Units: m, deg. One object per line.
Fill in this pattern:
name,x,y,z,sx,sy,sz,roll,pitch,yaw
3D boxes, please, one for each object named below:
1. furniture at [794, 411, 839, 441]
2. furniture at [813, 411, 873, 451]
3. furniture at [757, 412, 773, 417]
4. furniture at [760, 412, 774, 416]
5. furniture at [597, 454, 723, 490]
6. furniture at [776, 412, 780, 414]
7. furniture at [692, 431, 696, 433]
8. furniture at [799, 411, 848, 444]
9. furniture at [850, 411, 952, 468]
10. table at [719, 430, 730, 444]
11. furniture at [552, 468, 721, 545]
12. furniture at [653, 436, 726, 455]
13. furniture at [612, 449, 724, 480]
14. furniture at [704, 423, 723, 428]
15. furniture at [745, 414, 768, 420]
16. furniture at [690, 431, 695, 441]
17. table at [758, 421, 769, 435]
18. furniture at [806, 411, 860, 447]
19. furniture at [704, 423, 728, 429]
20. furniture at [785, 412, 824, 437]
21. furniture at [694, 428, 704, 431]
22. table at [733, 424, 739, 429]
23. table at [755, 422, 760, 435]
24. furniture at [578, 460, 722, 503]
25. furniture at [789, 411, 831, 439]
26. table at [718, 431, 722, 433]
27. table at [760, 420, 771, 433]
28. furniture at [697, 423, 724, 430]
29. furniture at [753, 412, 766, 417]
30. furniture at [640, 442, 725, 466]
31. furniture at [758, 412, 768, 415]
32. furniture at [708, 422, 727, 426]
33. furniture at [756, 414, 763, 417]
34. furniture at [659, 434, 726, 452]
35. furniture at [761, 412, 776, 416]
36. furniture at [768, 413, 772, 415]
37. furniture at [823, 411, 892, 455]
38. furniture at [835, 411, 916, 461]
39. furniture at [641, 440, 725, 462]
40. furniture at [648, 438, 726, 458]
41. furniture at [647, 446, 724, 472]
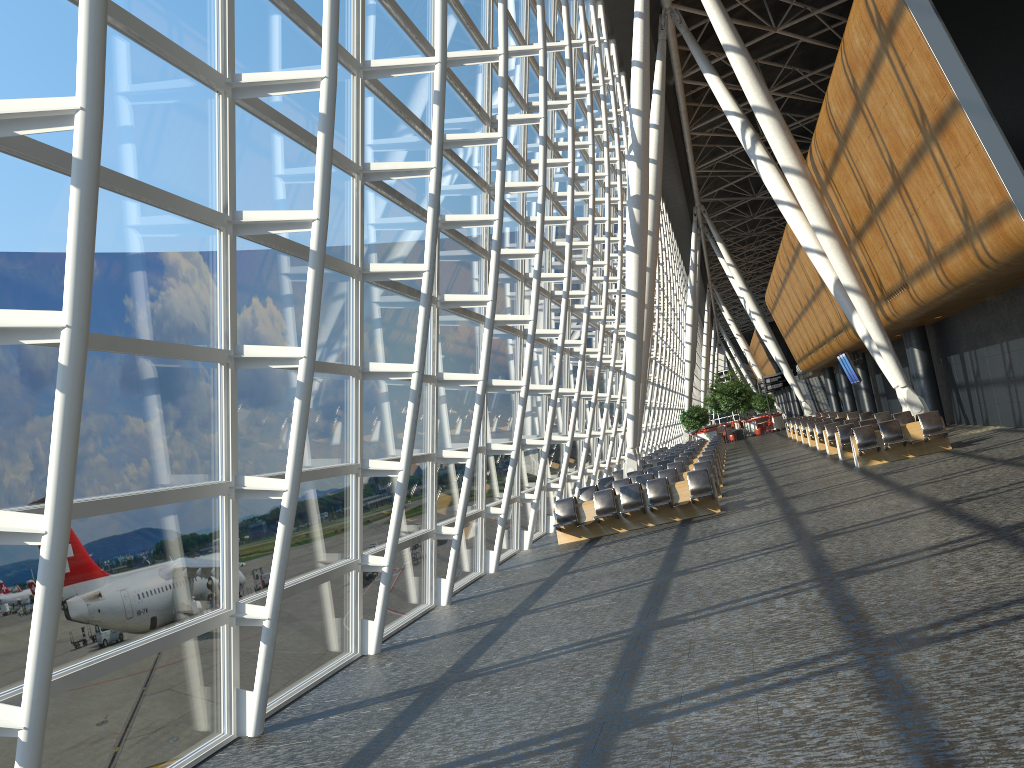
furniture,12.805,1.766,36.834,1.908,0.869,1.654,-14,-4,14
furniture,10.652,1.487,28.121,1.908,0.869,1.654,-14,-4,14
furniture,25.814,3.454,89.470,1.908,0.869,1.654,-14,-4,14
furniture,25.096,3.361,86.566,1.908,0.869,1.654,-14,-4,14
furniture,3.895,2.626,23.478,3.270,0.869,1.653,-14,-4,14
furniture,23.661,3.174,80.757,1.908,0.869,1.654,-14,-4,14
furniture,18.340,4.500,81.923,3.270,0.869,1.653,-14,-4,14
furniture,12.087,1.673,33.930,1.908,0.869,1.654,-14,-4,14
furniture,8.498,1.207,19.408,1.908,0.869,1.654,-14,-4,14
table,13.286,3.316,54.897,0.794,0.750,0.805,-12,-2,-15
furniture,2.459,2.440,17.669,3.270,0.869,1.653,-14,-4,14
furniture,8.202,3.185,40.904,3.270,0.869,1.653,-14,-4,14
furniture,4.613,2.719,26.382,3.270,0.869,1.653,-14,-4,14
furniture,21.211,4.872,93.540,3.270,0.869,1.653,-14,-4,14
furniture,19.329,3.125,69.866,2.797,1.009,0.899,-10,-3,-34
furniture,17.622,4.407,79.019,3.270,0.869,1.653,-14,-4,14
table,15.702,2.758,54.858,0.807,0.750,0.791,-14,-2,30
furniture,11.370,1.580,31.025,1.908,0.869,1.654,-14,-4,14
furniture,17.487,3.988,74.820,2.797,1.009,0.899,-10,-3,-34
furniture,14.241,1.952,42.643,1.908,0.869,1.654,-14,-4,14
furniture,19.775,4.686,87.732,3.270,0.869,1.653,-14,-4,14
table,17.866,3.557,69.443,0.798,0.750,0.800,-13,-2,0
table,16.360,2.951,58.725,0.807,0.750,0.791,-14,-2,30
furniture,3.177,2.533,20.574,3.270,0.869,1.653,-14,-4,14
furniture,13.523,1.859,39.738,1.908,0.869,1.654,-14,-4,14
table,13.167,3.494,56.586,0.794,0.750,0.805,-12,-2,-15
table,16.186,2.776,56.308,0.807,0.750,0.791,-14,-2,30
furniture,20.493,4.779,90.636,3.270,0.869,1.653,-14,-4,14
furniture,29.403,3.919,103.992,1.908,0.869,1.654,-14,-4,14
furniture,6.048,2.905,32.191,3.270,0.869,1.653,-14,-4,14
furniture,28.686,3.826,101.088,1.908,0.869,1.654,-14,-4,14
furniture,24.082,5.245,105.158,3.270,0.869,1.653,-14,-4,14
furniture,26.532,3.547,92.375,1.908,0.869,1.654,-14,-4,14
furniture,8.920,3.278,43.809,3.270,0.869,1.653,-14,-4,14
furniture,24.379,3.268,83.661,1.908,0.869,1.654,-14,-4,14
furniture,20.950,2.970,72.304,0.893,1.007,2.822,-13,-4,11
furniture,9.934,1.394,25.217,1.908,0.869,1.654,-14,-4,14
furniture,9.216,1.301,22.312,1.908,0.869,1.654,-14,-4,14
furniture,6.766,2.998,35.096,3.270,0.869,1.653,-14,-4,14
furniture,7.484,3.092,38.000,3.270,0.869,1.653,-14,-4,14
furniture,5.330,2.812,29.287,3.270,0.869,1.653,-14,-4,14
